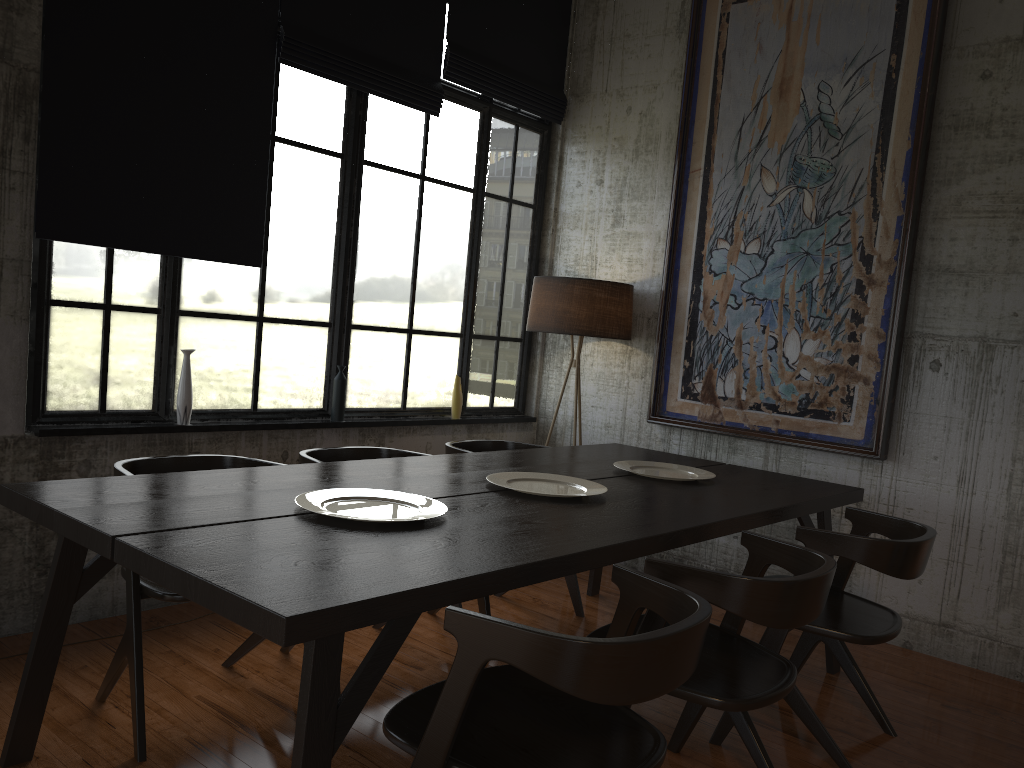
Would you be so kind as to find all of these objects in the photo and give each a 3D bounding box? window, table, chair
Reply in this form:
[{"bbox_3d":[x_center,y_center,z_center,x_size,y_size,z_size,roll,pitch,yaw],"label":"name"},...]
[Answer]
[{"bbox_3d":[-0.964,-1.437,5.522,0.050,3.445,3.812,10,6,40],"label":"window"},{"bbox_3d":[0.044,0.948,3.912,1.634,1.009,3.702,9,5,40],"label":"table"},{"bbox_3d":[-1.254,0.848,3.678,0.767,0.996,0.878,9,6,39],"label":"chair"},{"bbox_3d":[0.665,1.061,3.136,0.767,0.996,0.878,9,6,39],"label":"chair"},{"bbox_3d":[-0.672,0.861,4.366,0.767,0.996,0.878,9,6,41],"label":"chair"},{"bbox_3d":[-0.022,0.874,5.148,0.767,0.996,0.878,9,6,40],"label":"chair"},{"bbox_3d":[1.380,1.080,3.918,0.767,0.996,0.878,9,6,36],"label":"chair"},{"bbox_3d":[0.083,1.048,2.448,0.767,0.996,0.878,9,6,41],"label":"chair"}]

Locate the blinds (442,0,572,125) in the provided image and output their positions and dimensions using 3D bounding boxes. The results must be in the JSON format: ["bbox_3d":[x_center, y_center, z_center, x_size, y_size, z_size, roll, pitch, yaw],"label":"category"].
[{"bbox_3d":[0.028,-2.580,6.308,0.052,1.145,1.296,10,6,40],"label":"blinds"}]

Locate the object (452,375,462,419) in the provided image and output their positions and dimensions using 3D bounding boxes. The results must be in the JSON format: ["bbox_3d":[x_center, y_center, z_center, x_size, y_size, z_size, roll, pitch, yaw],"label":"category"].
[{"bbox_3d":[-0.391,0.091,6.367,0.073,0.319,0.074,6,5,2],"label":"object"}]

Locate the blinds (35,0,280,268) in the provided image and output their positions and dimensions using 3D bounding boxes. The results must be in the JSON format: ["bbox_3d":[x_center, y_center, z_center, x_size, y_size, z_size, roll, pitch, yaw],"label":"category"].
[{"bbox_3d":[-1.692,-1.925,4.447,0.034,2.541,1.215,10,7,40],"label":"blinds"}]

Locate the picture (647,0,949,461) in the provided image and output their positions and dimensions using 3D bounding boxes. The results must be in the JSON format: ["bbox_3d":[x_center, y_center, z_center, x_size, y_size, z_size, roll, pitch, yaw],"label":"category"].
[{"bbox_3d":[1.750,-1.179,5.679,1.651,3.129,0.142,9,7,40],"label":"picture"}]

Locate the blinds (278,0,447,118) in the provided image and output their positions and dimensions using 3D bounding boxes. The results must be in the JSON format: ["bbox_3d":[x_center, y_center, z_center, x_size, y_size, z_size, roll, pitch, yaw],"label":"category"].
[{"bbox_3d":[-0.818,-2.471,5.333,0.051,1.402,1.254,10,6,40],"label":"blinds"}]

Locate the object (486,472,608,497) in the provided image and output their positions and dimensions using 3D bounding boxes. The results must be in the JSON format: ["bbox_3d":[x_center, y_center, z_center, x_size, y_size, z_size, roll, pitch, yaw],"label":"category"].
[{"bbox_3d":[0.150,0.442,3.847,0.527,0.025,0.525,2,5,-40],"label":"object"}]

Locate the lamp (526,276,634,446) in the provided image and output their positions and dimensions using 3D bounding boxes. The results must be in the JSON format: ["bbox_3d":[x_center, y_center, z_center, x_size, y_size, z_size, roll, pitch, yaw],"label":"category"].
[{"bbox_3d":[0.415,0.294,6.387,0.753,2.062,0.750,1,6,-38],"label":"lamp"}]

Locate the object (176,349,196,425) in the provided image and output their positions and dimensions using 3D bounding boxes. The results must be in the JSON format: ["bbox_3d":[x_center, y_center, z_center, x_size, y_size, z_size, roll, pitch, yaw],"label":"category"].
[{"bbox_3d":[-1.752,0.016,4.758,0.082,0.412,0.082,5,5,1],"label":"object"}]

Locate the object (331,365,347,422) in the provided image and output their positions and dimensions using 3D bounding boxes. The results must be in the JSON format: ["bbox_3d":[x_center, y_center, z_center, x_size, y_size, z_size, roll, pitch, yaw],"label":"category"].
[{"bbox_3d":[-1.082,0.061,5.551,0.080,0.353,0.080,4,6,-19],"label":"object"}]

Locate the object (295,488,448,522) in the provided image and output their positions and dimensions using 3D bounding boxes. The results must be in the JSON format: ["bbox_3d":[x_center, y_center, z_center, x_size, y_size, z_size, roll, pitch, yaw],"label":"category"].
[{"bbox_3d":[-0.488,0.428,3.092,0.527,0.025,0.525,2,5,-40],"label":"object"}]

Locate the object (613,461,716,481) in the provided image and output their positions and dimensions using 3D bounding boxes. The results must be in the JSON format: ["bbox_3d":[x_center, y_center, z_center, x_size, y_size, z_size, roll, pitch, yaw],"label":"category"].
[{"bbox_3d":[0.789,0.456,4.602,0.527,0.025,0.525,2,5,-40],"label":"object"}]
